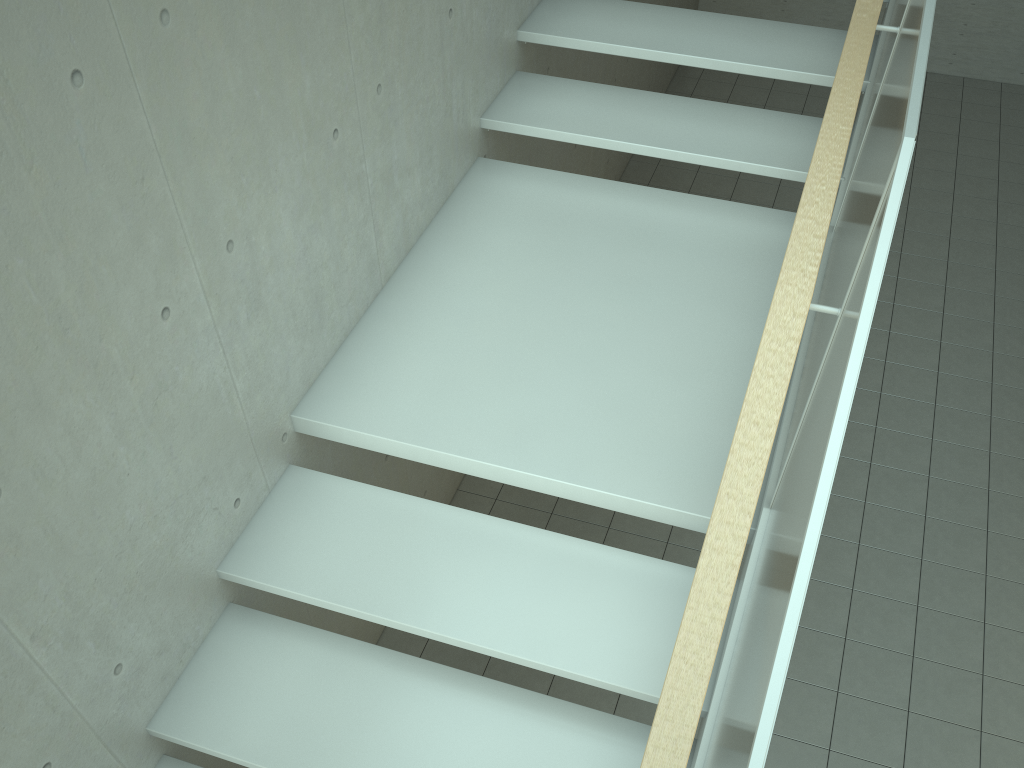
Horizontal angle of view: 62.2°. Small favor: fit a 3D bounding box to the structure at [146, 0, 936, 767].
[{"bbox_3d":[0.447,-0.826,3.155,1.854,4.940,11.011,16,50,15],"label":"structure"}]
